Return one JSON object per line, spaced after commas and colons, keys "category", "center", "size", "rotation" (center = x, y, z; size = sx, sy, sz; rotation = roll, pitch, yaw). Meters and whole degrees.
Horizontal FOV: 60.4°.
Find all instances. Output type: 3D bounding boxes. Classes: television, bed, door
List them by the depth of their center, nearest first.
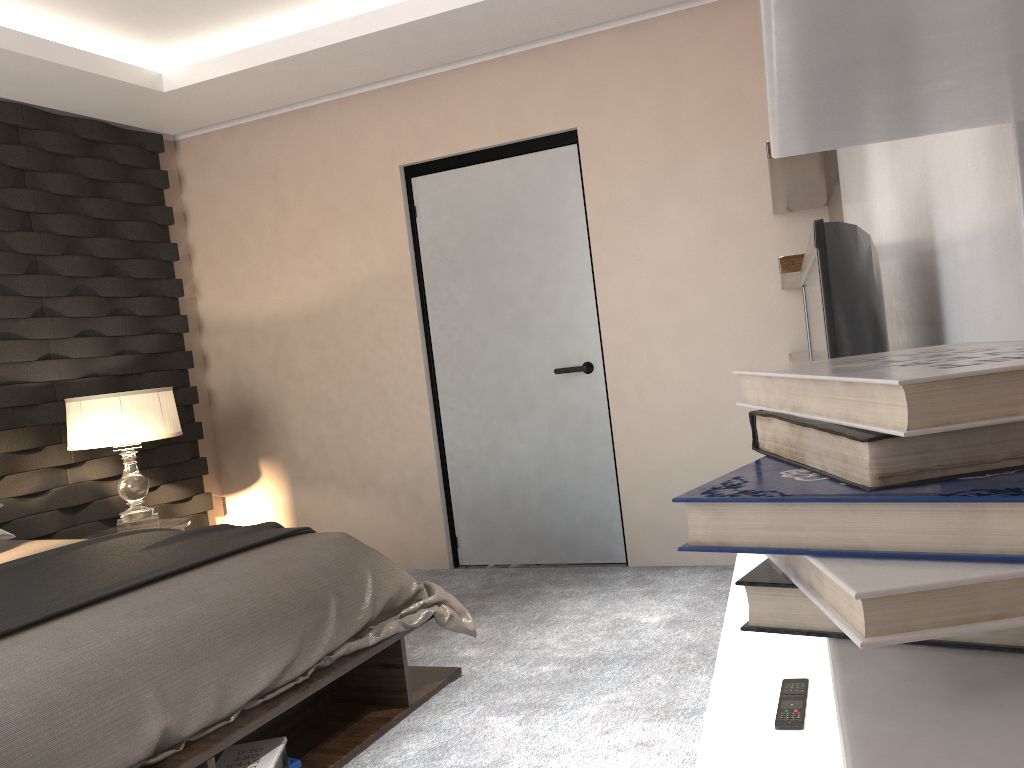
{"category": "television", "center": [0.621, 0.120, 1.540], "size": [0.140, 0.714, 1.131], "rotation": [-6, 2, 18]}
{"category": "bed", "center": [-1.662, 0.882, 2.372], "size": [2.206, 0.624, 2.380], "rotation": [-6, 2, 24]}
{"category": "door", "center": [0.024, -0.128, 4.417], "size": [0.962, 2.093, 0.160], "rotation": [-6, 2, 23]}

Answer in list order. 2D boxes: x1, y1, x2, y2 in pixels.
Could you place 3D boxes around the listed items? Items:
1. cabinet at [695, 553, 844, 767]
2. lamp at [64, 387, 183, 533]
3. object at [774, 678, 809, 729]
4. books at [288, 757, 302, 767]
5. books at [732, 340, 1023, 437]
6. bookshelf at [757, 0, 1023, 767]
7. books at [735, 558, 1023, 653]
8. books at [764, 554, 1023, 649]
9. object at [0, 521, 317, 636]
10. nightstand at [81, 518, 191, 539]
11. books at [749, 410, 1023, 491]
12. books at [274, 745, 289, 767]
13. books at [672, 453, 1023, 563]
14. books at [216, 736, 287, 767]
{"category": "cabinet", "center": [0.625, 0.755, 1.683], "size": [0.439, 0.370, 4.683], "rotation": [-6, 2, 17]}
{"category": "lamp", "center": [-1.748, 0.352, 4.019], "size": [0.479, 0.631, 0.453], "rotation": [-7, 2, -14]}
{"category": "object", "center": [0.512, 0.580, 1.604], "size": [0.049, 0.008, 0.214], "rotation": [-6, 2, 21]}
{"category": "books", "center": [-0.685, 1.012, 2.245], "size": [0.154, 0.023, 0.243], "rotation": [-5, 3, 36]}
{"category": "books", "center": [0.236, -0.004, 0.476], "size": [0.175, 0.023, 0.226], "rotation": [-7, 2, -4]}
{"category": "bookshelf", "center": [0.629, -0.035, 1.610], "size": [0.225, 1.203, 4.643], "rotation": [-6, 2, 17]}
{"category": "books", "center": [0.248, 0.090, 0.481], "size": [0.164, 0.025, 0.241], "rotation": [-5, 3, 35]}
{"category": "books", "center": [0.230, 0.070, 0.464], "size": [0.195, 0.021, 0.271], "rotation": [-7, 2, 1]}
{"category": "object", "center": [-1.279, 0.665, 2.203], "size": [0.595, 0.322, 2.131], "rotation": [-6, 2, 25]}
{"category": "nightstand", "center": [-1.700, 0.901, 4.039], "size": [0.650, 0.472, 0.592], "rotation": [-8, 2, -28]}
{"category": "books", "center": [0.269, 0.016, 0.469], "size": [0.250, 0.026, 0.162], "rotation": [-7, 2, -5]}
{"category": "books", "center": [-0.648, 0.986, 2.243], "size": [0.153, 0.023, 0.213], "rotation": [-7, 2, -18]}
{"category": "books", "center": [0.227, 0.046, 0.472], "size": [0.172, 0.025, 0.272], "rotation": [-5, 3, 36]}
{"category": "books", "center": [-0.676, 0.967, 2.249], "size": [0.157, 0.020, 0.203], "rotation": [-7, 2, -4]}
